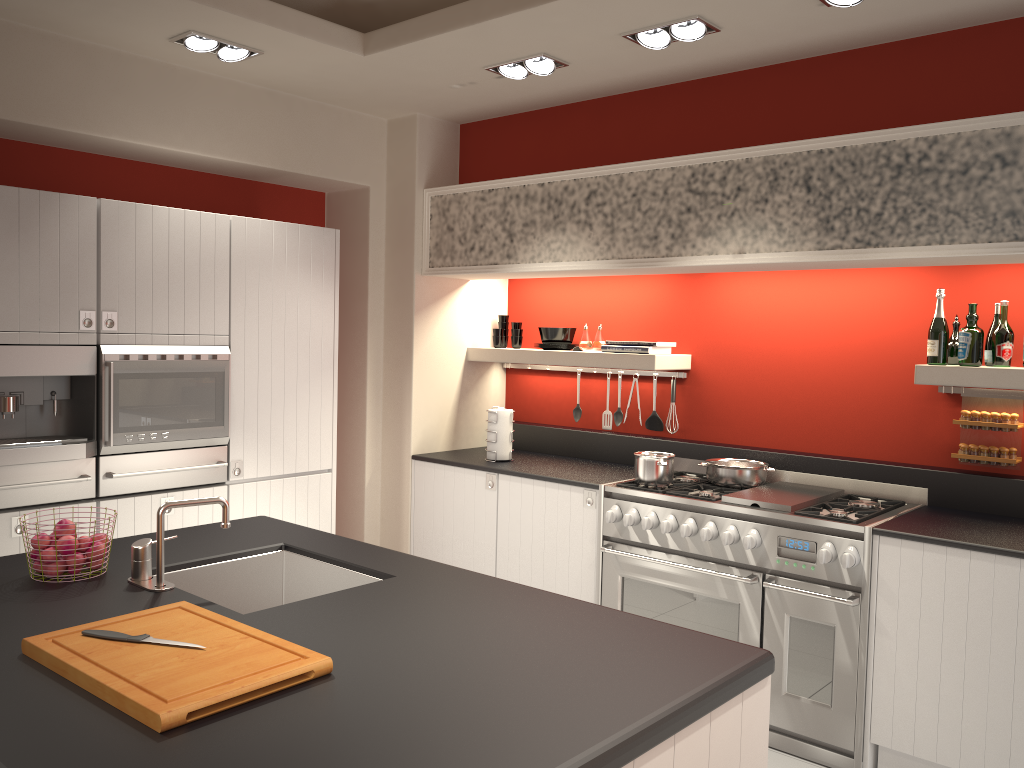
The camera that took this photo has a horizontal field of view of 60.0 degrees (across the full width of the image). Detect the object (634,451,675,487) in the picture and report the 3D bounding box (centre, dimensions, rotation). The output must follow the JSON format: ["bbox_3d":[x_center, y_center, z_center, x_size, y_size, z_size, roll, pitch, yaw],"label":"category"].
[{"bbox_3d":[0.697,0.417,4.350,0.201,0.148,0.201,3,4,34],"label":"object"}]

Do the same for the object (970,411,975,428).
[{"bbox_3d":[2.040,0.157,3.916,0.034,0.078,0.034,0,3,-28],"label":"object"}]

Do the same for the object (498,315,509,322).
[{"bbox_3d":[-0.054,-0.400,5.656,0.070,0.076,0.070,2,3,12],"label":"object"}]

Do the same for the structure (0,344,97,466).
[{"bbox_3d":[-2.104,0.072,3.669,0.453,0.470,0.623,4,4,41],"label":"structure"}]

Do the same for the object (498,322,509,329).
[{"bbox_3d":[-0.055,-0.356,5.659,0.070,0.076,0.070,2,3,12],"label":"object"}]

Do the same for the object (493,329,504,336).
[{"bbox_3d":[-0.085,-0.303,5.479,0.070,0.076,0.070,2,3,12],"label":"object"}]

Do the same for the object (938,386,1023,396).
[{"bbox_3d":[2.470,0.061,3.620,1.355,0.034,0.048,4,4,41],"label":"object"}]

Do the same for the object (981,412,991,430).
[{"bbox_3d":[2.058,0.161,3.850,0.034,0.078,0.034,0,3,-28],"label":"object"}]

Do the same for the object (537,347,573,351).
[{"bbox_3d":[0.270,-0.212,5.343,0.280,0.016,0.280,4,4,40],"label":"object"}]

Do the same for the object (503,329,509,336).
[{"bbox_3d":[-0.056,-0.313,5.661,0.070,0.076,0.070,2,3,12],"label":"object"}]

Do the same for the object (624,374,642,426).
[{"bbox_3d":[0.704,0.089,5.129,0.124,0.296,0.009,4,4,41],"label":"object"}]

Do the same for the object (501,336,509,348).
[{"bbox_3d":[-0.057,-0.269,5.663,0.070,0.076,0.070,2,3,12],"label":"object"}]

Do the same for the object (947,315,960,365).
[{"bbox_3d":[1.976,-0.199,3.950,0.113,0.226,0.113,1,3,-8],"label":"object"}]

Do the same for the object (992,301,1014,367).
[{"bbox_3d":[2.069,-0.211,3.736,0.080,0.278,0.080,4,4,44],"label":"object"}]

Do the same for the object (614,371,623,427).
[{"bbox_3d":[0.628,0.088,5.192,0.067,0.323,0.022,4,4,40],"label":"object"}]

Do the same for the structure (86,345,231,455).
[{"bbox_3d":[-1.635,0.057,4.091,0.332,0.472,0.610,4,4,41],"label":"structure"}]

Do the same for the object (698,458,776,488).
[{"bbox_3d":[1.116,0.443,4.414,0.309,0.104,0.309,0,3,-21],"label":"object"}]

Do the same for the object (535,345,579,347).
[{"bbox_3d":[0.270,-0.223,5.342,0.280,0.016,0.280,4,4,40],"label":"object"}]

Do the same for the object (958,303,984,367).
[{"bbox_3d":[1.926,-0.206,3.719,0.094,0.264,0.094,3,3,30],"label":"object"}]

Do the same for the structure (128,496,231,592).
[{"bbox_3d":[-0.925,0.434,2.456,0.183,0.249,0.224,4,4,41],"label":"structure"}]

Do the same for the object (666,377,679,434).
[{"bbox_3d":[0.900,0.118,4.958,0.069,0.328,0.069,2,3,18],"label":"object"}]

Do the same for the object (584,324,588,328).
[{"bbox_3d":[0.428,-0.333,5.121,0.023,0.031,0.024,1,3,-7],"label":"object"}]

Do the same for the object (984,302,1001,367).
[{"bbox_3d":[2.093,-0.214,3.831,0.084,0.277,0.083,4,4,45],"label":"object"}]

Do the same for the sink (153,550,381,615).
[{"bbox_3d":[-0.709,0.693,2.553,0.567,0.258,0.516,4,4,41],"label":"sink"}]

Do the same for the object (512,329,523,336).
[{"bbox_3d":[0.032,-0.298,5.443,0.070,0.076,0.070,2,3,12],"label":"object"}]

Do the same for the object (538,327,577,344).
[{"bbox_3d":[0.272,-0.285,5.339,0.232,0.108,0.233,1,3,-8],"label":"object"}]

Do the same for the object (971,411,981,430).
[{"bbox_3d":[2.028,0.158,3.875,0.034,0.078,0.034,0,3,-28],"label":"object"}]

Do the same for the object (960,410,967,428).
[{"bbox_3d":[2.011,0.154,3.942,0.034,0.078,0.034,0,3,-28],"label":"object"}]

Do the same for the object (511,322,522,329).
[{"bbox_3d":[0.029,-0.350,5.586,0.070,0.076,0.070,2,3,12],"label":"object"}]

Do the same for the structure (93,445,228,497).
[{"bbox_3d":[-1.580,0.393,4.058,0.129,0.177,0.617,4,4,41],"label":"structure"}]

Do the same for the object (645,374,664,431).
[{"bbox_3d":[0.821,0.105,5.051,0.123,0.330,0.040,4,4,41],"label":"object"}]

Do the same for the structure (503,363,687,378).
[{"bbox_3d":[0.465,-0.085,5.361,1.355,0.034,0.054,4,4,41],"label":"structure"}]

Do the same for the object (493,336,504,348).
[{"bbox_3d":[-0.086,-0.259,5.481,0.070,0.076,0.070,2,3,12],"label":"object"}]

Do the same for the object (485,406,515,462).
[{"bbox_3d":[-0.071,0.286,5.090,0.168,0.304,0.163,0,3,-20],"label":"object"}]

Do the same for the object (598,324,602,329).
[{"bbox_3d":[0.513,-0.331,5.152,0.026,0.032,0.023,3,3,24],"label":"object"}]

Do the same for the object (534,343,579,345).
[{"bbox_3d":[0.271,-0.233,5.342,0.280,0.016,0.280,4,4,40],"label":"object"}]

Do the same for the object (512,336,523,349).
[{"bbox_3d":[0.031,-0.254,5.445,0.070,0.076,0.070,2,3,12],"label":"object"}]

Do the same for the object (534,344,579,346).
[{"bbox_3d":[0.270,-0.228,5.342,0.280,0.016,0.280,4,4,40],"label":"object"}]

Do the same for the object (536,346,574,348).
[{"bbox_3d":[0.270,-0.217,5.343,0.280,0.016,0.280,4,4,40],"label":"object"}]

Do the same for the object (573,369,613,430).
[{"bbox_3d":[0.483,0.091,5.315,0.287,0.351,0.022,4,4,42],"label":"object"}]

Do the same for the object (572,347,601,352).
[{"bbox_3d":[0.466,-0.201,5.143,0.183,0.027,0.160,0,3,-20],"label":"object"}]

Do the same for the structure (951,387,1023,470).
[{"bbox_3d":[2.077,0.195,3.870,0.256,0.347,0.130,4,4,41],"label":"structure"}]

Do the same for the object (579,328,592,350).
[{"bbox_3d":[0.426,-0.257,5.124,0.076,0.131,0.076,1,3,-7],"label":"object"}]

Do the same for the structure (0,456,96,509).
[{"bbox_3d":[-1.994,0.409,3.583,0.129,0.177,0.617,4,4,41],"label":"structure"}]

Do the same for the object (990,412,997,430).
[{"bbox_3d":[2.101,0.161,3.864,0.034,0.078,0.034,0,3,-28],"label":"object"}]

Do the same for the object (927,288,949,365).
[{"bbox_3d":[1.840,-0.247,3.821,0.083,0.331,0.083,2,3,12],"label":"object"}]

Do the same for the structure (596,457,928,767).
[{"bbox_3d":[1.109,0.986,4.160,1.322,1.085,0.778,4,4,41],"label":"structure"}]

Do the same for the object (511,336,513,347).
[{"bbox_3d":[0.027,-0.263,5.590,0.070,0.076,0.070,2,3,12],"label":"object"}]

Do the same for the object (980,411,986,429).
[{"bbox_3d":[2.070,0.159,3.890,0.034,0.078,0.034,0,3,-28],"label":"object"}]

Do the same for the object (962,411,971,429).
[{"bbox_3d":[1.999,0.156,3.901,0.034,0.078,0.034,0,3,-28],"label":"object"}]

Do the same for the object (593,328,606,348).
[{"bbox_3d":[0.509,-0.257,5.156,0.077,0.134,0.076,3,3,25],"label":"object"}]
